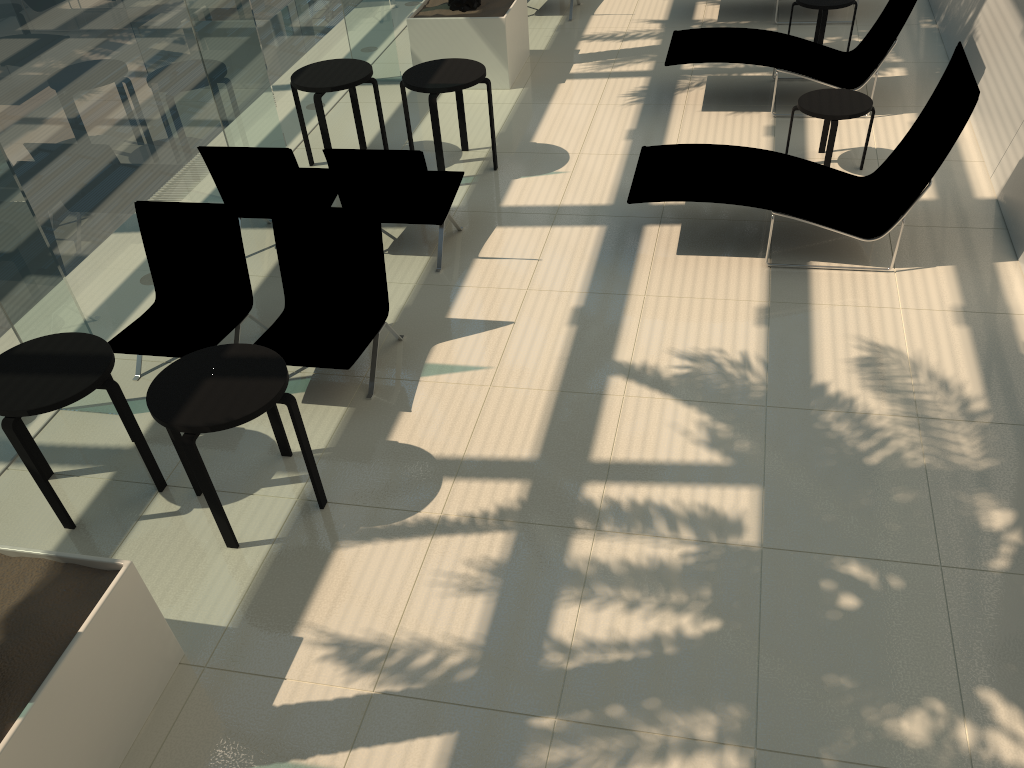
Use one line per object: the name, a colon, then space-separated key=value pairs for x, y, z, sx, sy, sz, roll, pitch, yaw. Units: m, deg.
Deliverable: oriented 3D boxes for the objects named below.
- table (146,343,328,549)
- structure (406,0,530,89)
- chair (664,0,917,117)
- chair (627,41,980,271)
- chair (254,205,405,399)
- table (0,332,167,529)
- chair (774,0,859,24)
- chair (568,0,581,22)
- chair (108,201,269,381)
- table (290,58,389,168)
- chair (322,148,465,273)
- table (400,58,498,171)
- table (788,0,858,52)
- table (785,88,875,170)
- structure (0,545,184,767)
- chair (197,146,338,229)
table: x=-1.406 y=0.312 z=4.515 sx=0.665 sy=0.848 sz=0.636 roll=-24 pitch=44 yaw=-20
structure: x=-0.697 y=-6.075 z=6.626 sx=4.821 sy=7.614 sz=4.067 roll=1 pitch=41 yaw=7
chair: x=2.431 y=-3.151 z=7.740 sx=2.030 sy=1.257 sz=0.846 roll=5 pitch=42 yaw=11
chair: x=1.864 y=-1.562 z=5.968 sx=2.030 sy=1.257 sz=0.846 roll=5 pitch=42 yaw=11
chair: x=-1.188 y=-0.441 z=5.266 sx=0.713 sy=0.965 sz=0.814 roll=5 pitch=42 yaw=12
table: x=-2.351 y=0.244 z=4.705 sx=0.665 sy=0.848 sz=0.636 roll=-24 pitch=44 yaw=-20
chair: x=2.981 y=-4.693 z=9.457 sx=2.030 sy=1.257 sz=0.846 roll=5 pitch=42 yaw=11
chair: x=0.405 y=-4.868 z=10.198 sx=0.713 sy=0.965 sz=0.814 roll=5 pitch=42 yaw=12
chair: x=-2.097 y=-0.507 z=5.449 sx=0.713 sy=0.965 sz=0.814 roll=5 pitch=42 yaw=12
table: x=-1.467 y=-2.260 z=7.496 sx=0.656 sy=0.848 sz=0.645 roll=-31 pitch=47 yaw=-26
chair: x=-0.811 y=-1.457 z=6.397 sx=0.713 sy=0.965 sz=0.814 roll=5 pitch=42 yaw=12
table: x=-0.522 y=-2.191 z=7.306 sx=0.656 sy=0.848 sz=0.645 roll=-31 pitch=47 yaw=-26
table: x=3.076 y=-3.555 z=8.676 sx=0.538 sy=0.562 sz=0.521 roll=-27 pitch=46 yaw=-23
table: x=2.509 y=-1.966 z=6.904 sx=0.538 sy=0.562 sz=0.521 roll=-27 pitch=46 yaw=-23
structure: x=-2.463 y=-1.197 z=1.192 sx=4.450 sy=7.614 sz=4.406 roll=-9 pitch=41 yaw=-4
chair: x=-1.720 y=-1.523 z=6.580 sx=0.713 sy=0.965 sz=0.814 roll=5 pitch=42 yaw=12
